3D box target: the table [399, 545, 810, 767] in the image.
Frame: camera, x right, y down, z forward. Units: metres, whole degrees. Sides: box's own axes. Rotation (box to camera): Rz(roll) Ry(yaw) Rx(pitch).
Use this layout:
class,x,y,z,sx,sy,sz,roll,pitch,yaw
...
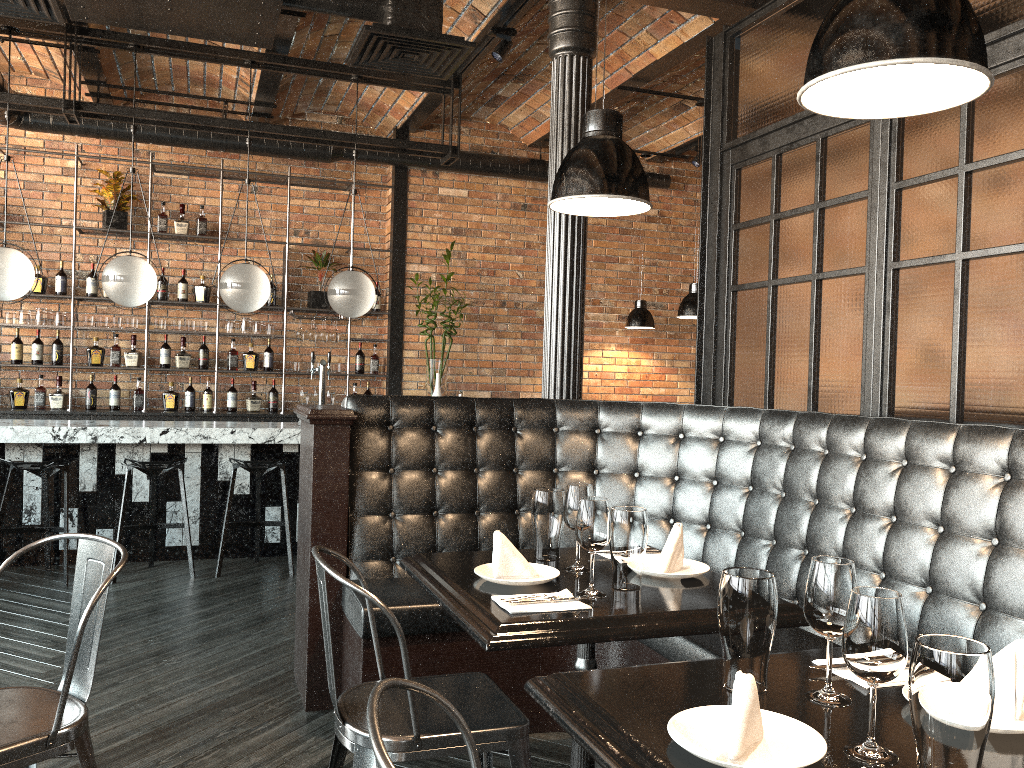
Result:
class,x,y,z,sx,sy,sz,roll,pitch,yaw
table,0.200,0.910,2.459,0.872,0.758,0.872,2,1,-19

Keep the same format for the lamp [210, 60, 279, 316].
class,x,y,z,sx,sy,sz,roll,pitch,yaw
lamp,-1.823,-1.347,6.115,0.340,1.754,0.340,2,1,27

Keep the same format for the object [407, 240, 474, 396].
class,x,y,z,sx,sy,sz,roll,pitch,yaw
object,-0.637,-0.475,7.870,0.584,1.546,0.673,2,1,19

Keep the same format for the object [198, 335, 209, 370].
class,x,y,z,sx,sy,sz,roll,pitch,yaw
object,-2.689,-0.275,7.738,0.086,0.299,0.086,2,1,29

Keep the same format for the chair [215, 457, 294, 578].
class,x,y,z,sx,sy,sz,roll,pitch,yaw
chair,-1.637,0.826,5.706,0.475,0.737,0.414,2,1,-14

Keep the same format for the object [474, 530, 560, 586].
class,x,y,z,sx,sy,sz,roll,pitch,yaw
object,0.015,0.462,2.397,0.232,0.139,0.232,2,1,29

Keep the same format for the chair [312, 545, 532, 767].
class,x,y,z,sx,sy,sz,roll,pitch,yaw
chair,-0.236,0.849,2.271,0.558,0.857,0.504,2,1,-20

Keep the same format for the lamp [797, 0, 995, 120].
class,x,y,z,sx,sy,sz,roll,pitch,yaw
lamp,0.637,-1.293,1.420,0.291,1.653,0.291,2,1,25

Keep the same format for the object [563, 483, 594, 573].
class,x,y,z,sx,sy,sz,roll,pitch,yaw
object,0.190,0.408,2.525,0.092,0.244,0.092,2,1,-3

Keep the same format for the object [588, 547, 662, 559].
class,x,y,z,sx,sy,sz,roll,pitch,yaw
object,0.360,0.523,2.747,0.255,0.019,0.157,1,1,-24

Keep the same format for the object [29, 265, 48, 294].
class,x,y,z,sx,sy,sz,roll,pitch,yaw
object,-3.899,-0.851,7.294,0.151,0.248,0.094,2,1,-16

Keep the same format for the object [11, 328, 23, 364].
class,x,y,z,sx,sy,sz,roll,pitch,yaw
object,-4.050,-0.309,7.259,0.086,0.299,0.086,2,1,29

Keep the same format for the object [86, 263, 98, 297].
class,x,y,z,sx,sy,sz,roll,pitch,yaw
object,-3.519,-0.867,7.436,0.086,0.298,0.086,2,1,29

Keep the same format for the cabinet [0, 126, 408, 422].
class,x,y,z,sx,sy,sz,roll,pitch,yaw
cabinet,-4.306,-0.731,7.112,7.075,3.779,0.564,2,1,-19

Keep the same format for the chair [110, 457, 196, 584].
class,x,y,z,sx,sy,sz,roll,pitch,yaw
chair,-2.220,0.810,5.499,0.475,0.737,0.414,1,1,-24

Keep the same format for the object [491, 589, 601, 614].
class,x,y,z,sx,sy,sz,roll,pitch,yaw
object,0.088,0.522,2.151,0.255,0.019,0.157,2,1,-19

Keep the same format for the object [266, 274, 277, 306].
class,x,y,z,sx,sy,sz,roll,pitch,yaw
object,-2.147,-0.830,7.918,0.086,0.297,0.086,2,1,29

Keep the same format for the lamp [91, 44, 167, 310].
class,x,y,z,sx,sy,sz,roll,pitch,yaw
lamp,-2.513,-1.365,5.871,0.340,1.754,0.340,2,1,27

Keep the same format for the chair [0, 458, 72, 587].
class,x,y,z,sx,sy,sz,roll,pitch,yaw
chair,-2.824,0.794,5.285,0.475,0.737,0.414,2,1,-9

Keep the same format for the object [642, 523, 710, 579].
class,x,y,z,sx,sy,sz,roll,pitch,yaw
object,0.449,0.474,2.535,0.232,0.139,0.232,2,1,28

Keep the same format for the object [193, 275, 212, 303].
class,x,y,z,sx,sy,sz,roll,pitch,yaw
object,-2.694,-0.819,7.720,0.151,0.248,0.094,2,1,9

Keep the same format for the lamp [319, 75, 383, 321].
class,x,y,z,sx,sy,sz,roll,pitch,yaw
lamp,-1.132,-1.328,6.360,0.340,1.754,0.340,2,1,27

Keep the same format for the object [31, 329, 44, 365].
class,x,y,z,sx,sy,sz,roll,pitch,yaw
object,-3.921,-0.307,7.332,0.086,0.298,0.086,2,1,29

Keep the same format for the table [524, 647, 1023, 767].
class,x,y,z,sx,sy,sz,roll,pitch,yaw
table,0.568,0.933,1.419,0.872,0.758,0.872,2,1,-19

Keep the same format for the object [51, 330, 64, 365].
class,x,y,z,sx,sy,sz,roll,pitch,yaw
object,-3.769,-0.302,7.356,0.086,0.297,0.086,2,1,29

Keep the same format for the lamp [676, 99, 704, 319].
class,x,y,z,sx,sy,sz,roll,pitch,yaw
lamp,1.428,-1.331,6.771,0.291,1.653,0.291,2,1,26

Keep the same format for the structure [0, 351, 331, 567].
class,x,y,z,sx,sy,sz,roll,pitch,yaw
structure,-2.674,0.439,6.507,5.346,1.430,1.930,2,1,-19

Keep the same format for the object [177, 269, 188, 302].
class,x,y,z,sx,sy,sz,roll,pitch,yaw
object,-2.855,-0.850,7.697,0.086,0.298,0.086,2,1,29

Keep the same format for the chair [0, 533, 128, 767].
class,x,y,z,sx,sy,sz,roll,pitch,yaw
chair,-1.243,0.820,2.089,0.504,0.857,0.558,2,1,35

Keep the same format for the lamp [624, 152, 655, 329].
class,x,y,z,sx,sy,sz,roll,pitch,yaw
lamp,1.238,-1.355,8.398,0.291,1.653,0.291,1,1,-44

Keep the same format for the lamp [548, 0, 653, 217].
class,x,y,z,sx,sy,sz,roll,pitch,yaw
lamp,0.270,-1.316,2.459,0.291,1.653,0.291,2,1,26

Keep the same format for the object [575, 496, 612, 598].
class,x,y,z,sx,sy,sz,roll,pitch,yaw
object,0.204,0.411,2.244,0.092,0.244,0.092,1,1,-36

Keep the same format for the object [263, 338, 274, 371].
class,x,y,z,sx,sy,sz,roll,pitch,yaw
object,-2.175,-0.259,7.932,0.086,0.298,0.086,2,1,29

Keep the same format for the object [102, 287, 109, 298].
class,x,y,z,sx,sy,sz,roll,pitch,yaw
object,-3.379,-0.852,7.464,0.123,0.279,0.123,1,1,-31

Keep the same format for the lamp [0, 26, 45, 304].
class,x,y,z,sx,sy,sz,roll,pitch,yaw
lamp,-3.204,-1.383,5.626,0.340,1.754,0.340,2,1,27

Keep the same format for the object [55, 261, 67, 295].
class,x,y,z,sx,sy,sz,roll,pitch,yaw
object,-3.741,-0.872,7.364,0.086,0.298,0.086,2,1,29

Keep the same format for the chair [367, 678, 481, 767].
class,x,y,z,sx,sy,sz,roll,pitch,yaw
chair,0.069,0.870,1.232,0.558,0.857,0.504,2,1,-10

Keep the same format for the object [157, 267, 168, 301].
class,x,y,z,sx,sy,sz,roll,pitch,yaw
object,-3.000,-0.854,7.616,0.086,0.299,0.086,2,1,29

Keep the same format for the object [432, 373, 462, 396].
class,x,y,z,sx,sy,sz,roll,pitch,yaw
object,-0.551,0.111,7.526,0.316,0.397,0.319,2,1,29

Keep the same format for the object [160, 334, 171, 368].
class,x,y,z,sx,sy,sz,roll,pitch,yaw
object,-2.983,-0.282,7.639,0.086,0.298,0.086,2,1,29

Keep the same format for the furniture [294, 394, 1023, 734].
class,x,y,z,sx,sy,sz,roll,pitch,yaw
furniture,0.895,0.715,1.543,1.979,1.212,5.451,2,1,-19
